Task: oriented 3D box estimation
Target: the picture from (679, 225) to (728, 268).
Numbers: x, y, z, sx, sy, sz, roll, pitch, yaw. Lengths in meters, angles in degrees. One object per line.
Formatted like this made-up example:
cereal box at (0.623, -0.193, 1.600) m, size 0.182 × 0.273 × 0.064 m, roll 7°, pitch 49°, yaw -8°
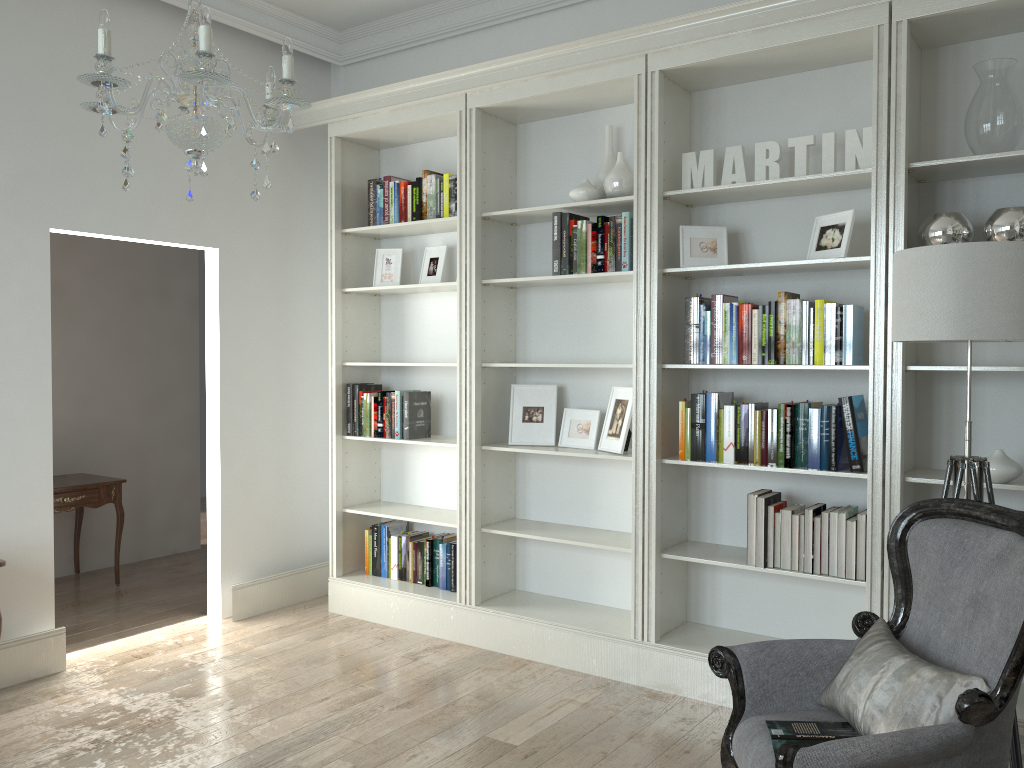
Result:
picture at (0.822, -0.587, 3.833) m, size 0.206 × 0.192 × 0.124 m, roll 0°, pitch 2°, yaw 0°

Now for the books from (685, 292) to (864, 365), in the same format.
books at (1.067, -0.231, 3.650) m, size 0.691 × 0.301 × 0.201 m, roll 1°, pitch 2°, yaw 36°

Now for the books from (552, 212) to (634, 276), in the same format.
books at (0.433, -0.645, 4.053) m, size 0.465 × 0.291 × 0.205 m, roll 1°, pitch 2°, yaw 35°

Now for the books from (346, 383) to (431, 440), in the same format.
books at (-0.679, 0.145, 4.906) m, size 0.465 × 0.291 × 0.205 m, roll 1°, pitch 2°, yaw 35°

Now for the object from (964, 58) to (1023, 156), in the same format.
object at (1.755, -0.981, 3.228) m, size 0.193 × 0.362 × 0.193 m, roll 1°, pitch 2°, yaw 18°

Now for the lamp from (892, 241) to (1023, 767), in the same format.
lamp at (1.362, 0.473, 2.657) m, size 0.429 × 1.739 × 0.429 m, roll -1°, pitch 2°, yaw -21°

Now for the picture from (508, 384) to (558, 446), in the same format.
picture at (0.108, 0.152, 4.420) m, size 0.231 × 0.300 × 0.127 m, roll 0°, pitch 2°, yaw 10°

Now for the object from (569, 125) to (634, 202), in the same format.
object at (0.451, -1.024, 4.125) m, size 0.319 × 0.397 × 0.316 m, roll 1°, pitch 2°, yaw 24°

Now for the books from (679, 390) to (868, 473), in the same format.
books at (1.079, 0.180, 3.648) m, size 0.762 × 0.302 × 0.207 m, roll 1°, pitch 2°, yaw 36°

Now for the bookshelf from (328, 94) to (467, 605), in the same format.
bookshelf at (-0.507, -0.168, 4.796) m, size 0.972 × 2.523 × 0.399 m, roll 1°, pitch 2°, yaw 35°

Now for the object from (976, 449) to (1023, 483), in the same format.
object at (1.707, 0.287, 3.110) m, size 0.152 × 0.116 × 0.154 m, roll 1°, pitch 2°, yaw 33°

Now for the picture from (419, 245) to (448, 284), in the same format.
picture at (-0.422, -0.637, 4.829) m, size 0.153 × 0.228 × 0.094 m, roll 1°, pitch 2°, yaw 35°

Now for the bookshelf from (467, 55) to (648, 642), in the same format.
bookshelf at (0.286, -0.150, 4.234) m, size 0.972 × 2.523 × 0.399 m, roll 1°, pitch 2°, yaw 35°

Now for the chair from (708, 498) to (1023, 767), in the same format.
chair at (0.960, 0.838, 2.286) m, size 0.763 × 1.024 × 0.778 m, roll 0°, pitch 2°, yaw 0°

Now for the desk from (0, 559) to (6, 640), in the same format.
desk at (-2.500, 1.000, 2.863) m, size 0.555 × 0.668 × 1.443 m, roll 1°, pitch 2°, yaw 35°

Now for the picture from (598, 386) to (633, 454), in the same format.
picture at (0.500, 0.163, 4.088) m, size 0.124 × 0.300 × 0.202 m, roll -1°, pitch 2°, yaw -25°

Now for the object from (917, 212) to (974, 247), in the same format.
object at (1.573, -0.544, 3.220) m, size 0.185 × 0.140 × 0.185 m, roll -1°, pitch 2°, yaw -35°

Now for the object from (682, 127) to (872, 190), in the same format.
object at (1.070, -0.903, 3.634) m, size 0.790 × 0.180 × 0.034 m, roll 1°, pitch 2°, yaw 35°

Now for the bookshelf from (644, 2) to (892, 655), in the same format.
bookshelf at (1.079, -0.132, 3.672) m, size 0.972 × 2.523 × 0.399 m, roll 1°, pitch 2°, yaw 35°

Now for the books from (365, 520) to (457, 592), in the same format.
books at (-0.465, 0.927, 4.856) m, size 0.762 × 0.302 × 0.207 m, roll 1°, pitch 2°, yaw 36°

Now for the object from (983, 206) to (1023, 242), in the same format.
object at (1.749, -0.540, 3.095) m, size 0.185 × 0.140 × 0.185 m, roll -1°, pitch 2°, yaw -35°

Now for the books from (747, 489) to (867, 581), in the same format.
books at (1.192, 0.596, 3.545) m, size 0.465 × 0.291 × 0.205 m, roll 1°, pitch 2°, yaw 35°

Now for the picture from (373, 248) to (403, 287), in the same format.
picture at (-0.687, -0.641, 4.935) m, size 0.153 × 0.228 × 0.094 m, roll 0°, pitch 2°, yaw 10°

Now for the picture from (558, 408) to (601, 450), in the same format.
picture at (0.344, 0.215, 4.305) m, size 0.206 × 0.192 × 0.124 m, roll 1°, pitch 2°, yaw 35°

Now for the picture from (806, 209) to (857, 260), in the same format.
picture at (1.270, -0.575, 3.471) m, size 0.124 × 0.188 × 0.202 m, roll -1°, pitch 2°, yaw -25°

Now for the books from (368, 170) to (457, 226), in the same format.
books at (-0.475, -1.000, 4.830) m, size 0.691 × 0.301 × 0.201 m, roll 1°, pitch 2°, yaw 36°

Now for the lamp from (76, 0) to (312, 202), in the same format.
lamp at (-0.864, -1.801, 2.395) m, size 0.648 × 2.542 × 0.577 m, roll 0°, pitch 2°, yaw 5°

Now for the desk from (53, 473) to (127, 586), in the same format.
desk at (-2.833, 0.930, 5.349) m, size 0.555 × 0.668 × 0.800 m, roll 1°, pitch 2°, yaw 35°

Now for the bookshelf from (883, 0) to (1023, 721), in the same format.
bookshelf at (1.872, -0.114, 3.110) m, size 0.972 × 2.523 × 0.399 m, roll 1°, pitch 2°, yaw 35°

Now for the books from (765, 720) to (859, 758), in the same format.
books at (0.781, 0.921, 2.279) m, size 0.224 × 0.046 × 0.304 m, roll 0°, pitch 2°, yaw 10°

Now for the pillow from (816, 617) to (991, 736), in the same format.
pillow at (0.986, 0.810, 2.315) m, size 0.210 × 0.263 × 0.547 m, roll 0°, pitch 2°, yaw -4°
